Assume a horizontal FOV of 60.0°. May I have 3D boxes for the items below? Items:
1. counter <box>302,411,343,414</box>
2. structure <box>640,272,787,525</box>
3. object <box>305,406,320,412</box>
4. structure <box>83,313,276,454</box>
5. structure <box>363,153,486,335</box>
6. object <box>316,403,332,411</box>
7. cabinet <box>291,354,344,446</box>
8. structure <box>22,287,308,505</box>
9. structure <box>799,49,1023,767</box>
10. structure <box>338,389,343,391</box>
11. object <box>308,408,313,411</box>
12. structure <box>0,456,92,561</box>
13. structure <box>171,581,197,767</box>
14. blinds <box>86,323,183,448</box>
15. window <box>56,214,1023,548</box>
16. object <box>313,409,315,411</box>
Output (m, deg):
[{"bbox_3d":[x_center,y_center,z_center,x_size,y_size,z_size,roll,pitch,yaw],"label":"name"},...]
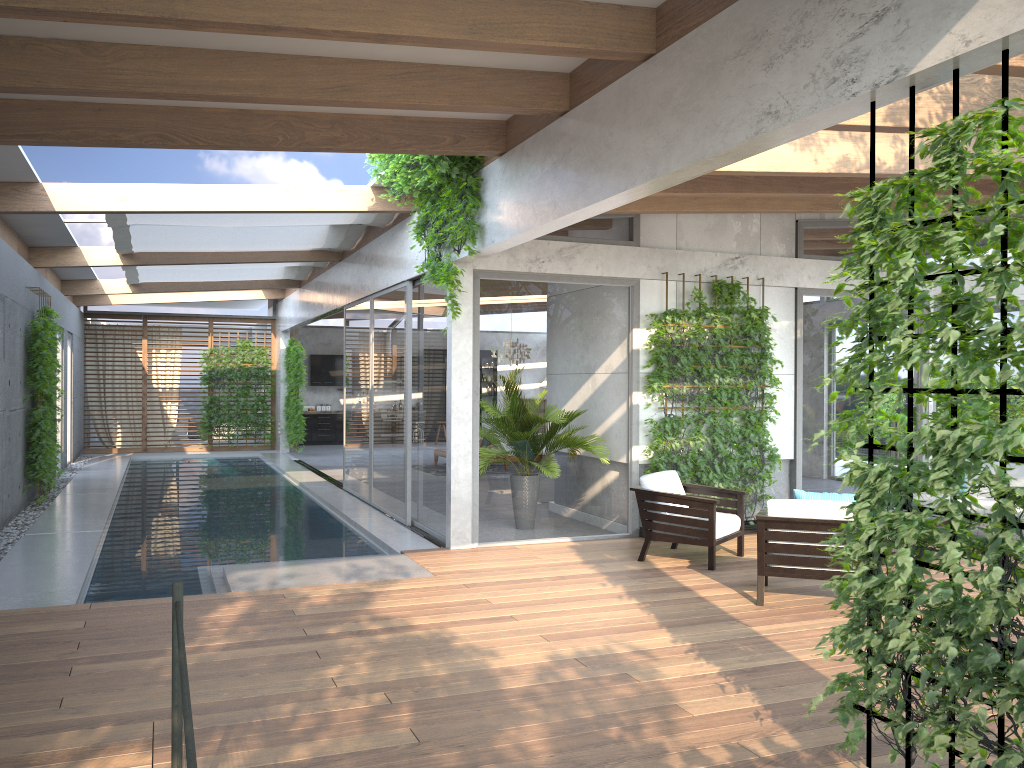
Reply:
[{"bbox_3d":[-4.116,0.734,22.964,3.805,0.061,0.607,0,0,-22],"label":"counter"},{"bbox_3d":[2.143,0.188,9.329,1.851,2.669,0.500,0,0,-21],"label":"structure"},{"bbox_3d":[-5.136,0.632,22.576,0.381,0.134,0.590,0,0,-33],"label":"object"},{"bbox_3d":[-7.597,-0.002,20.172,4.313,3.079,0.085,0,0,-22],"label":"structure"},{"bbox_3d":[-0.801,-1.457,8.146,0.918,2.054,1.822,0,0,-25],"label":"structure"},{"bbox_3d":[-4.867,0.600,22.890,0.405,0.200,0.147,0,0,-20],"label":"object"},{"bbox_3d":[-3.151,0.309,23.371,5.901,2.502,0.709,0,0,-23],"label":"cabinet"},{"bbox_3d":[-5.466,0.146,15.824,2.739,2.687,10.282,0,0,-5],"label":"structure"},{"bbox_3d":[1.668,0.199,2.988,0.500,2.687,1.807,0,0,-21],"label":"structure"},{"bbox_3d":[-4.086,0.152,23.247,0.932,0.046,0.081,0,0,-22],"label":"structure"},{"bbox_3d":[-5.098,0.640,22.402,0.090,0.087,0.086,0,0,-45],"label":"object"},{"bbox_3d":[-6.465,1.548,12.183,0.477,0.068,13.673,0,0,-22],"label":"structure"},{"bbox_3d":[5.993,1.305,10.153,15.587,3.022,31.708,0,0,19],"label":"structure"},{"bbox_3d":[-8.563,0.080,20.167,2.087,2.898,0.692,0,0,-18],"label":"blinds"},{"bbox_3d":[-0.762,-0.290,16.708,14.294,3.764,23.280,0,0,-22],"label":"window"},{"bbox_3d":[-5.031,0.654,22.452,0.083,0.057,0.072,0,0,44],"label":"object"}]
